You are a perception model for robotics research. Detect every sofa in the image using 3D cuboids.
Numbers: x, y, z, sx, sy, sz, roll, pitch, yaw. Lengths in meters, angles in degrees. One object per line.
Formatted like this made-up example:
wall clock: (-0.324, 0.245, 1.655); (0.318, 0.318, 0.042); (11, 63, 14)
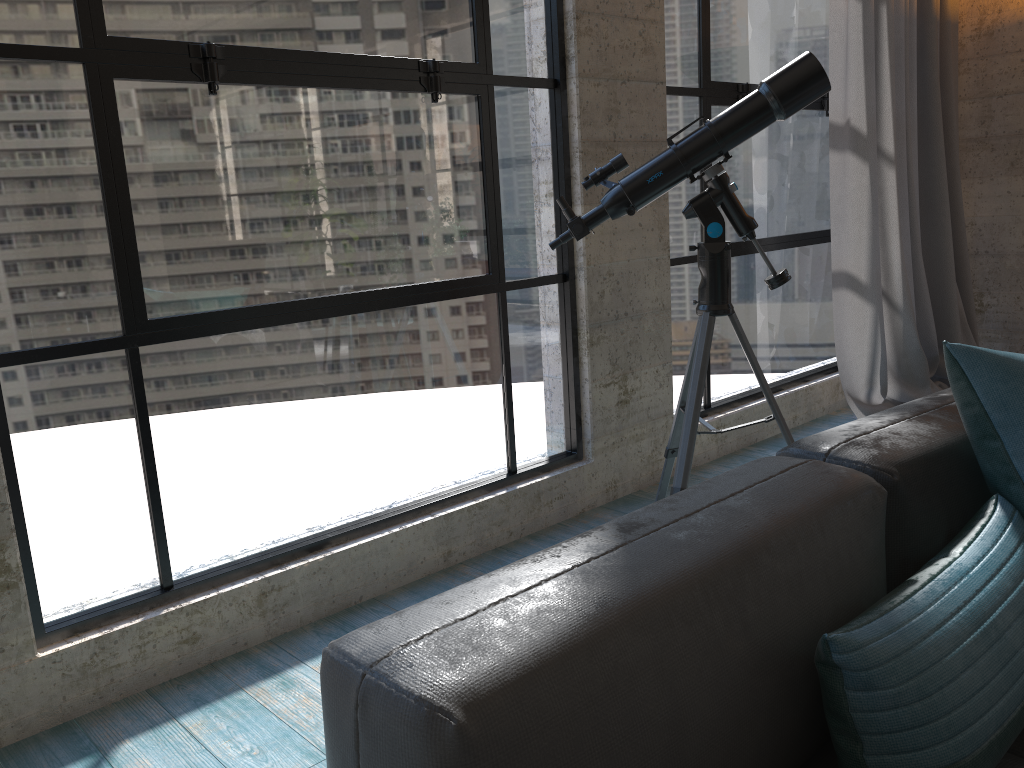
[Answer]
sofa: (0.643, 0.451, 1.215); (2.063, 0.680, 1.019); (-14, 16, -41)

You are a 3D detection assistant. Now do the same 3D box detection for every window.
window: (-0.490, -0.813, 2.294); (1.780, 2.530, 0.081); (-14, 16, -41)
window: (1.156, -1.217, 3.765); (1.780, 2.530, 0.081); (-14, 16, -41)

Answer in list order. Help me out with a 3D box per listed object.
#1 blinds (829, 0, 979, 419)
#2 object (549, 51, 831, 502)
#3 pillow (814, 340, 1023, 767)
blinds: (1.805, -1.346, 3.911); (1.131, 2.985, 0.384); (-14, 16, -41)
object: (0.496, -0.156, 2.445); (0.595, 1.406, 0.617); (-13, 15, -40)
pillow: (0.738, 0.181, 1.237); (1.042, 0.466, 0.349); (-11, 14, -31)
